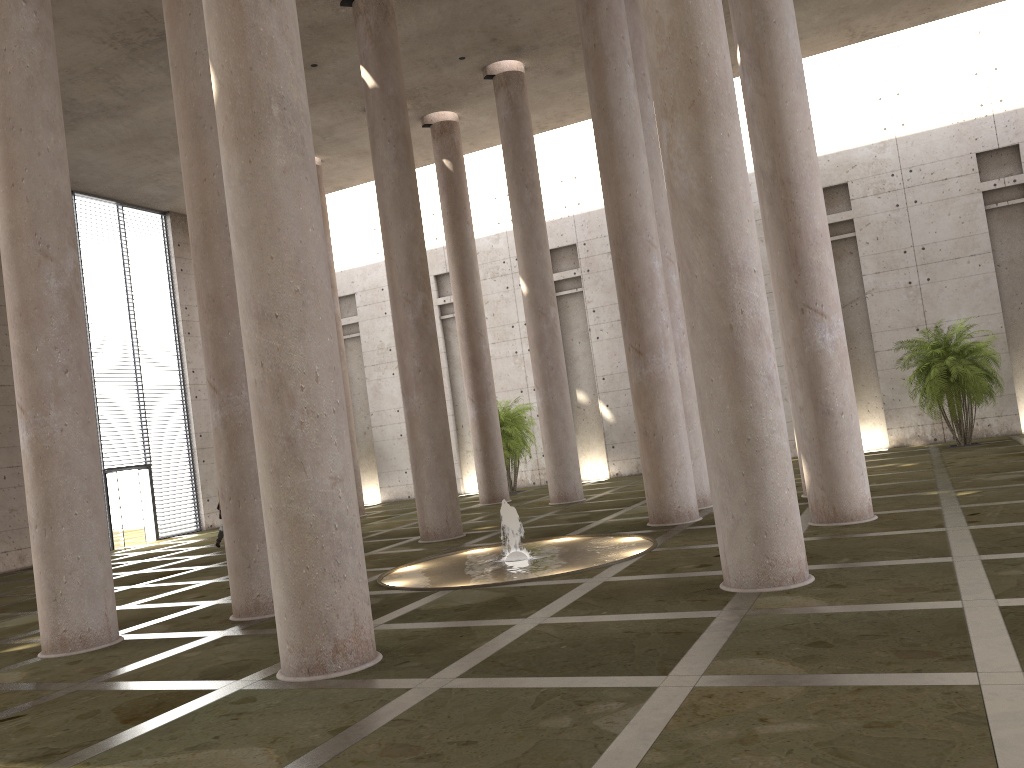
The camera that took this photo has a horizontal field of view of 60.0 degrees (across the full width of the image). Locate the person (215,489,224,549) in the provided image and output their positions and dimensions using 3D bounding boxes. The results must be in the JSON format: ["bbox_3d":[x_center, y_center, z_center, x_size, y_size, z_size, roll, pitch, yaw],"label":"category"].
[{"bbox_3d":[-6.729,2.978,20.874,0.789,1.752,0.001,-8,-3,4],"label":"person"}]

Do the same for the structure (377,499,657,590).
[{"bbox_3d":[0.044,2.235,12.435,3.913,1.279,3.916,-8,-3,-4],"label":"structure"}]

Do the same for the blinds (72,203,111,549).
[{"bbox_3d":[-12.527,-0.298,24.807,0.202,10.110,1.676,-9,-4,24],"label":"blinds"}]

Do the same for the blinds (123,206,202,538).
[{"bbox_3d":[-11.076,-0.434,28.055,0.202,10.355,1.676,-9,-4,24],"label":"blinds"}]

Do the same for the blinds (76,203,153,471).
[{"bbox_3d":[-11.889,-1.404,26.467,0.202,7.905,1.676,-9,-4,24],"label":"blinds"}]

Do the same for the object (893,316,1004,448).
[{"bbox_3d":[10.845,0.011,21.694,2.483,3.247,2.333,-6,-4,-28],"label":"object"}]

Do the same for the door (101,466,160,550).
[{"bbox_3d":[-11.285,3.604,26.005,0.761,2.300,2.132,-8,-3,4],"label":"door"}]

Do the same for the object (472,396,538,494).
[{"bbox_3d":[-0.211,1.871,26.661,2.151,3.126,2.290,-8,-3,7],"label":"object"}]
